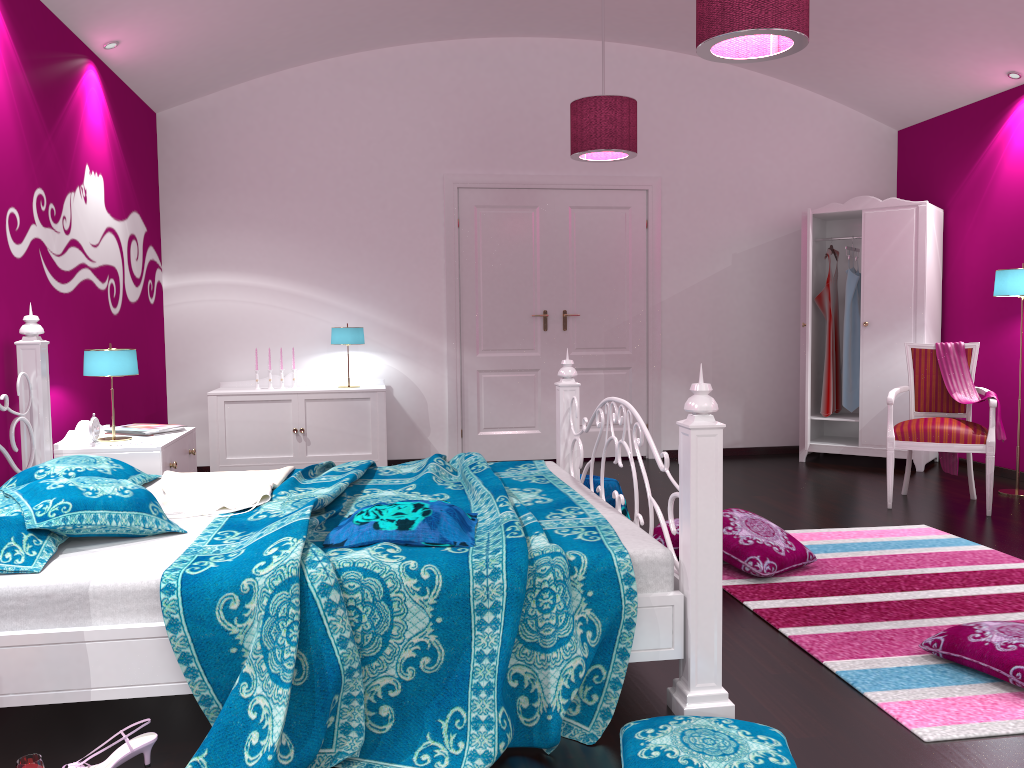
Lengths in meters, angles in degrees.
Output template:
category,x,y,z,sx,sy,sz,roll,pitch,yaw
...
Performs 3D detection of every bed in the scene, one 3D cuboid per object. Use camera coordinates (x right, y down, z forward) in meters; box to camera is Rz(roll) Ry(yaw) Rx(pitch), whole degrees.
category,x,y,z,sx,sy,sz,roll,pitch,yaw
bed,-0.700,0.277,2.886,2.317,1.143,2.167,-1,4,-9

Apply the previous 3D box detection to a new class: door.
category,x,y,z,sx,sy,sz,roll,pitch,yaw
door,0.322,-0.434,6.586,1.405,2.001,0.098,-1,4,-9

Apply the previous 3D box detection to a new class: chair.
category,x,y,z,sx,sy,sz,roll,pitch,yaw
chair,2.378,0.225,4.926,0.528,0.901,0.511,1,4,26

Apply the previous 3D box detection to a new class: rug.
category,x,y,z,sx,sy,sz,roll,pitch,yaw
rug,1.542,0.790,3.314,1.400,0.018,2.100,-1,4,-9

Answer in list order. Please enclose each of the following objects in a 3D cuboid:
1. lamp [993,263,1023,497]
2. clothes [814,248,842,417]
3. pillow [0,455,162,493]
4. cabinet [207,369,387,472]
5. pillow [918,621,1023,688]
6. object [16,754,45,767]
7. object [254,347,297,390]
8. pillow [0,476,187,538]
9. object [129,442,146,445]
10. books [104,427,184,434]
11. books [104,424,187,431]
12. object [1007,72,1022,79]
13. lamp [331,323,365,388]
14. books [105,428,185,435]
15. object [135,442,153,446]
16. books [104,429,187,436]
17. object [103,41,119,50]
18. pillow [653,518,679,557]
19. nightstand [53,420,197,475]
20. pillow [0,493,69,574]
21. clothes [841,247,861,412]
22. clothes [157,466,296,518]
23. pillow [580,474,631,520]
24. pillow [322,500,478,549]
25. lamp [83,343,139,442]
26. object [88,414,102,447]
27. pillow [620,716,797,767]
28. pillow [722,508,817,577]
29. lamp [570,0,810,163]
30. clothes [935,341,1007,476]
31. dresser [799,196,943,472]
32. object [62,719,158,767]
category,x,y,z,sx,sy,sz,roll,pitch,yaw
lamp,2.978,-0.026,5.194,0.303,1.352,0.303,2,5,36
clothes,2.334,-0.387,6.572,0.173,1.237,0.315,2,5,39
pillow,-1.556,0.338,3.179,0.401,0.141,0.717,-1,4,-7
cabinet,-1.436,0.277,6.054,1.142,0.734,0.506,-1,4,-9
pillow,1.497,0.778,2.595,0.401,0.107,0.419,-2,4,-23
object,-0.993,0.848,1.831,0.056,0.153,0.056,2,4,30
object,-1.605,-0.109,6.017,0.285,0.284,0.043,-2,4,-20
pillow,-1.231,0.355,2.585,0.418,0.176,0.404,-4,5,-41
object,-1.639,0.260,3.887,0.073,0.003,0.073,3,5,44
books,-1.775,0.219,4.284,0.300,0.007,0.220,2,4,30
books,-1.774,0.213,4.307,0.300,0.012,0.221,0,4,15
object,3.123,-1.925,5.504,0.085,0.058,0.080,-1,4,-9
lamp,-1.119,-0.195,6.055,0.229,0.438,0.229,2,5,36
books,-1.782,0.224,4.309,0.300,0.007,0.220,1,4,27
object,-1.598,0.260,3.851,0.073,0.006,0.073,3,5,44
books,-1.774,0.232,4.300,0.300,0.007,0.220,1,4,21
object,-2.128,-1.803,4.693,0.085,0.058,0.080,-1,4,-9
pillow,0.820,0.682,3.954,0.429,0.142,0.400,0,4,16
nightstand,-1.750,0.470,4.130,0.455,0.616,0.742,-1,4,-9
pillow,-1.434,0.386,2.454,0.401,0.141,0.717,-2,4,-14
clothes,2.506,-0.395,6.477,0.180,1.199,0.191,0,4,15
clothes,-1.061,0.516,3.264,0.553,0.376,1.036,-2,4,-14
pillow,0.350,0.580,4.084,0.402,0.357,0.264,2,5,32
pillow,-0.304,0.402,2.573,0.425,0.127,0.404,-1,4,1
lamp,-1.808,0.036,4.008,0.229,0.438,0.229,2,5,36
object,-1.804,0.197,3.832,0.033,0.140,0.106,-1,4,-6
pillow,0.443,0.854,1.999,0.401,0.101,0.417,0,4,8
pillow,0.993,0.653,3.703,0.425,0.224,0.391,-4,5,-40
lamp,0.668,-1.791,4.014,0.377,1.129,2.377,-1,4,-9
clothes,2.539,0.156,4.916,0.162,0.777,0.601,-1,4,-5
dresser,2.493,-0.365,6.283,0.842,1.893,0.875,2,5,36
object,-0.952,0.854,2.057,0.241,0.110,0.089,-2,4,-18
